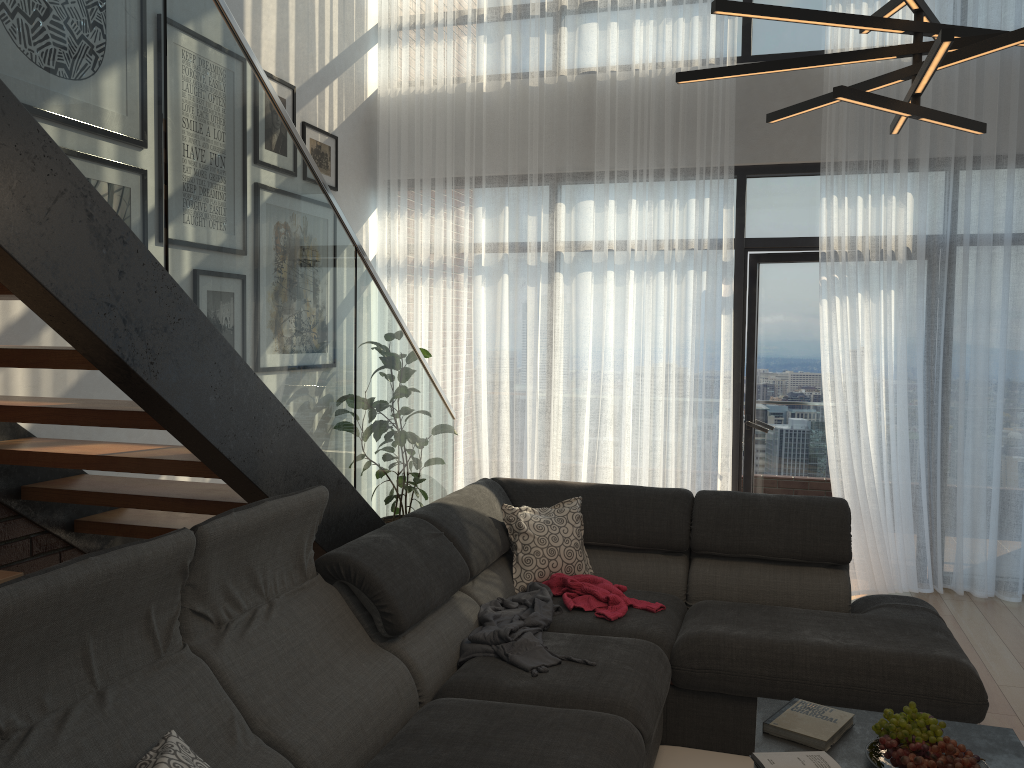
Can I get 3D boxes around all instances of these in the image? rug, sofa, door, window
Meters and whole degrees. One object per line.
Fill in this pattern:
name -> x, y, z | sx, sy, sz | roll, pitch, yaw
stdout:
rug -> 1.048, 1.333, 2.140 | 1.606, 0.013, 2.496 | 2, 3, 16
sofa -> 0.366, 0.809, 2.618 | 2.108, 0.995, 3.169 | 2, 3, 17
door -> 2.010, 0.167, 5.507 | 1.118, 1.976, 0.206 | 2, 4, 26
window -> 1.413, -0.094, 5.560 | 4.808, 2.501, 0.119 | 2, 3, 16
window -> 1.454, -3.189, 5.390 | 4.808, 2.500, 0.119 | 2, 3, 16

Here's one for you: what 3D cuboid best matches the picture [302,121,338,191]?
picture -> -1.140, -1.344, 5.268 | 0.025, 0.333, 0.410 | 2, 3, 16

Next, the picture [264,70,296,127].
picture -> -1.281, -1.405, 4.786 | 0.025, 0.504, 0.410 | 2, 3, 16

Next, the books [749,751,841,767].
books -> 0.734, 0.976, 2.197 | 0.199, 0.025, 0.294 | 1, 3, -4

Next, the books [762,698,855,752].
books -> 0.839, 0.958, 2.504 | 0.179, 0.029, 0.225 | 3, 4, 39

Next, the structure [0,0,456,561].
structure -> -1.653, -0.172, 1.712 | 1.289, 3.460, 5.660 | 2, 3, 16

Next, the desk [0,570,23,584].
desk -> -1.984, 0.955, 1.582 | 0.610, 0.750, 2.182 | 2, 3, 16

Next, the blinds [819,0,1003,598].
blinds -> 2.238, -1.605, 4.919 | 0.858, 5.579, 0.589 | 0, 3, -7

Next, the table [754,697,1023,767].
table -> 0.986, 1.148, 2.294 | 0.700, 0.323, 0.700 | 2, 3, 16

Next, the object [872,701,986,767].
object -> 1.065, 0.906, 2.252 | 0.256, 0.173, 0.279 | 2, 3, 14

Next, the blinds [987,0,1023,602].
blinds -> 3.113, -1.583, 4.744 | 1.163, 5.581, 0.218 | 2, 3, 14

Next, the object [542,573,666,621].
object -> 0.301, 0.814, 3.476 | 0.323, 0.077, 0.536 | -2, 4, -39

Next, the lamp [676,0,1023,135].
lamp -> 1.010, -2.472, 2.069 | 1.200, 3.645, 0.831 | 2, 4, 26

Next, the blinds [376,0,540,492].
blinds -> -0.339, -1.683, 5.740 | 1.223, 5.581, 0.218 | 2, 3, 14

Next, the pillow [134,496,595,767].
pillow -> -0.241, 0.739, 2.684 | 0.386, 0.364, 2.734 | 2, 3, 20

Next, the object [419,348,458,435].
object -> -0.779, 0.392, 5.609 | 0.528, 1.463, 0.774 | 3, 4, 37

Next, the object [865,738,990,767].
object -> 1.059, 0.975, 2.264 | 0.295, 0.026, 0.295 | 1, 3, 10

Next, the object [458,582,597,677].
object -> 0.005, 0.856, 3.136 | 0.411, 0.118, 0.905 | 0, 3, -8

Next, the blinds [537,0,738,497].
blinds -> 0.707, -1.653, 5.457 | 1.374, 5.581, 0.218 | 2, 3, 14
